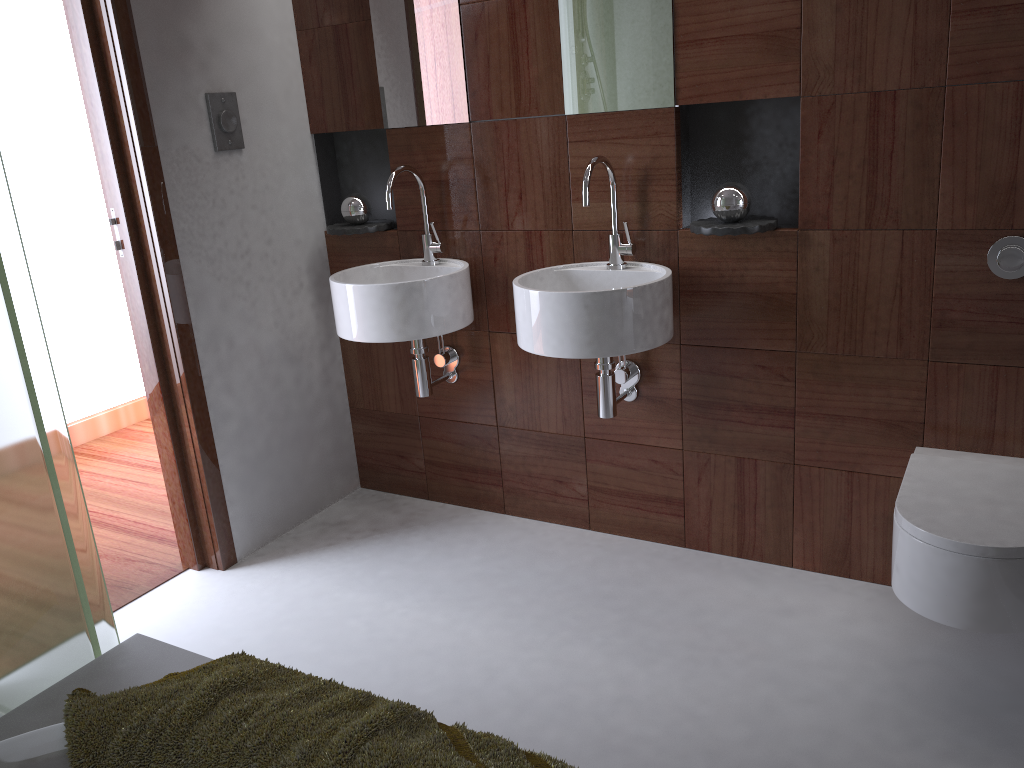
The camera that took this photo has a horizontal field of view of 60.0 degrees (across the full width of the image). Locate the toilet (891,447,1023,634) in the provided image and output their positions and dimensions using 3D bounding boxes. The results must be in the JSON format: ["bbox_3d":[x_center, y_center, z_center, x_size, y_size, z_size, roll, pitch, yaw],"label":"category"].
[{"bbox_3d":[1.029,0.362,1.961,0.329,0.284,0.547,6,20,30],"label":"toilet"}]

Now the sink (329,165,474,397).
[{"bbox_3d":[-0.330,-0.283,2.658,0.415,0.715,0.417,6,20,30],"label":"sink"}]

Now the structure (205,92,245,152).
[{"bbox_3d":[-0.842,-0.773,2.612,0.028,0.164,0.109,6,20,30],"label":"structure"}]

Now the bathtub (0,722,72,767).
[{"bbox_3d":[-0.169,0.847,0.794,1.683,0.424,0.881,6,20,30],"label":"bathtub"}]

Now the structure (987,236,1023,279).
[{"bbox_3d":[1.118,-0.281,1.986,0.098,0.098,0.034,6,20,30],"label":"structure"}]

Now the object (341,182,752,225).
[{"bbox_3d":[0.027,-0.519,2.592,1.350,0.104,0.104,6,20,30],"label":"object"}]

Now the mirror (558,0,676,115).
[{"bbox_3d":[0.260,-1.031,2.273,0.316,0.635,0.010,6,20,30],"label":"mirror"}]

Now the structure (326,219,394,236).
[{"bbox_3d":[-0.502,-0.520,2.936,0.222,0.023,0.220,-7,17,-8],"label":"structure"}]

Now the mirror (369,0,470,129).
[{"bbox_3d":[-0.285,-1.085,2.593,0.316,0.635,0.010,6,20,30],"label":"mirror"}]

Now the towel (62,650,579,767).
[{"bbox_3d":[-0.247,0.681,1.279,0.890,0.452,0.349,4,19,25],"label":"towel"}]

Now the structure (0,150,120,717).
[{"bbox_3d":[-1.323,0.023,1.193,0.765,2.079,1.015,6,20,30],"label":"structure"}]

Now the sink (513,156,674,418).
[{"bbox_3d":[0.213,-0.229,2.340,0.415,0.715,0.417,6,20,30],"label":"sink"}]

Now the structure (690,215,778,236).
[{"bbox_3d":[0.575,-0.413,2.305,0.220,0.023,0.222,2,18,21],"label":"structure"}]
